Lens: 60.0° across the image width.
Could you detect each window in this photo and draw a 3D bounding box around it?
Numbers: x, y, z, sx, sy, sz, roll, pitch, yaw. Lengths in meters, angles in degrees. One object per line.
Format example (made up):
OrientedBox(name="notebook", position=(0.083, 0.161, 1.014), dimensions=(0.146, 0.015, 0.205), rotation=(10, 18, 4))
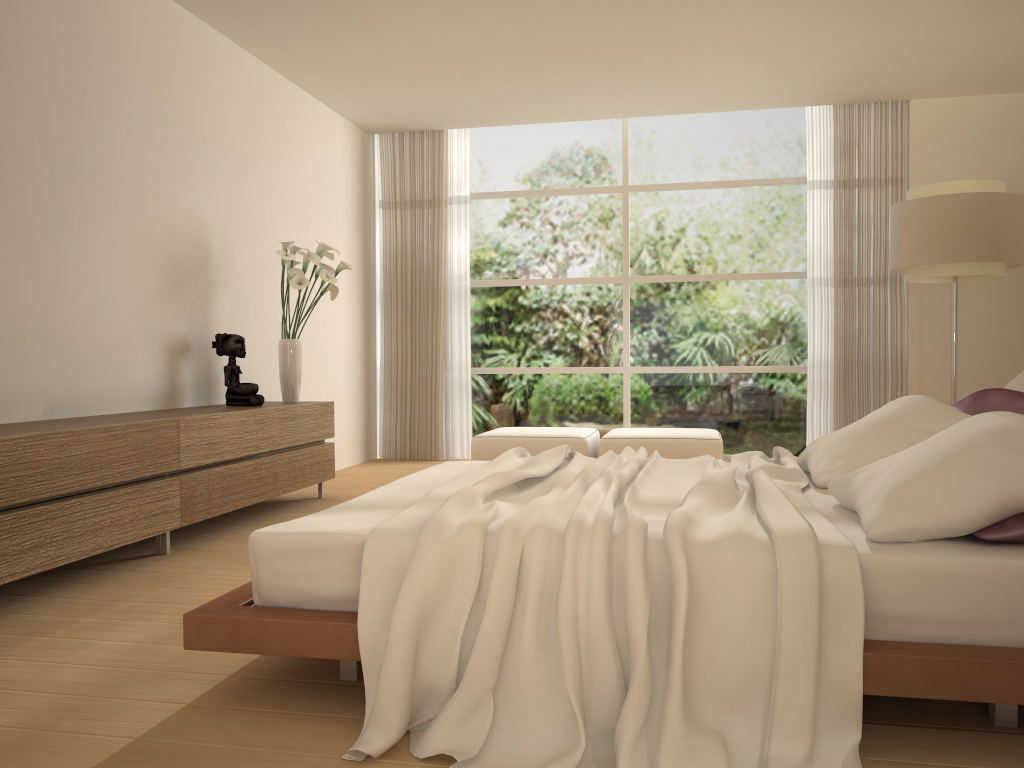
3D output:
OrientedBox(name="window", position=(1.066, -0.973, 8.288), dimensions=(4.781, 3.371, 0.071), rotation=(0, 1, 12))

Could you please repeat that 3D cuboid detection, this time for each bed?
OrientedBox(name="bed", position=(0.571, 0.555, 3.091), dimensions=(2.535, 0.570, 2.599), rotation=(0, 1, 12))

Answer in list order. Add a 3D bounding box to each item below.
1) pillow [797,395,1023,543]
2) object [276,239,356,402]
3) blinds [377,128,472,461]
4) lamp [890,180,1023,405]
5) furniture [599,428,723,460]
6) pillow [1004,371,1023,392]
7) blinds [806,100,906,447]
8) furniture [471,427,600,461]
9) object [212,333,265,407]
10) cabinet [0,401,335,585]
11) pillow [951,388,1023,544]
OrientedBox(name="pillow", position=(1.321, 0.228, 2.966), dimensions=(0.561, 0.339, 1.720), rotation=(0, 1, 12))
OrientedBox(name="object", position=(-1.342, -0.421, 5.896), dimensions=(0.515, 1.085, 0.608), rotation=(-1, 2, -30))
OrientedBox(name="blinds", position=(-0.850, -0.953, 8.430), dimensions=(0.950, 3.352, 0.211), rotation=(0, 1, 11))
OrientedBox(name="lamp", position=(2.866, -0.250, 5.738), dimensions=(0.817, 2.018, 0.817), rotation=(-1, 2, -35))
OrientedBox(name="furniture", position=(1.237, 0.561, 7.301), dimensions=(0.965, 0.346, 0.964), rotation=(0, 1, 12))
OrientedBox(name="pillow", position=(1.910, 0.139, 2.856), dimensions=(0.461, 0.457, 1.779), rotation=(0, 1, 11))
OrientedBox(name="blinds", position=(2.939, -0.961, 7.577), dimensions=(0.814, 3.351, 0.202), rotation=(0, 1, 11))
OrientedBox(name="furniture", position=(0.223, 0.563, 7.515), dimensions=(0.965, 0.346, 0.964), rotation=(0, 1, 12))
OrientedBox(name="object", position=(-1.681, -0.089, 5.471), dimensions=(0.282, 0.453, 0.181), rotation=(0, 1, 12))
OrientedBox(name="cabinet", position=(-1.891, 0.497, 4.352), dimensions=(0.588, 0.662, 3.713), rotation=(0, 1, 12))
OrientedBox(name="pillow", position=(1.587, 0.213, 2.916), dimensions=(0.575, 0.369, 1.683), rotation=(0, 1, 12))
